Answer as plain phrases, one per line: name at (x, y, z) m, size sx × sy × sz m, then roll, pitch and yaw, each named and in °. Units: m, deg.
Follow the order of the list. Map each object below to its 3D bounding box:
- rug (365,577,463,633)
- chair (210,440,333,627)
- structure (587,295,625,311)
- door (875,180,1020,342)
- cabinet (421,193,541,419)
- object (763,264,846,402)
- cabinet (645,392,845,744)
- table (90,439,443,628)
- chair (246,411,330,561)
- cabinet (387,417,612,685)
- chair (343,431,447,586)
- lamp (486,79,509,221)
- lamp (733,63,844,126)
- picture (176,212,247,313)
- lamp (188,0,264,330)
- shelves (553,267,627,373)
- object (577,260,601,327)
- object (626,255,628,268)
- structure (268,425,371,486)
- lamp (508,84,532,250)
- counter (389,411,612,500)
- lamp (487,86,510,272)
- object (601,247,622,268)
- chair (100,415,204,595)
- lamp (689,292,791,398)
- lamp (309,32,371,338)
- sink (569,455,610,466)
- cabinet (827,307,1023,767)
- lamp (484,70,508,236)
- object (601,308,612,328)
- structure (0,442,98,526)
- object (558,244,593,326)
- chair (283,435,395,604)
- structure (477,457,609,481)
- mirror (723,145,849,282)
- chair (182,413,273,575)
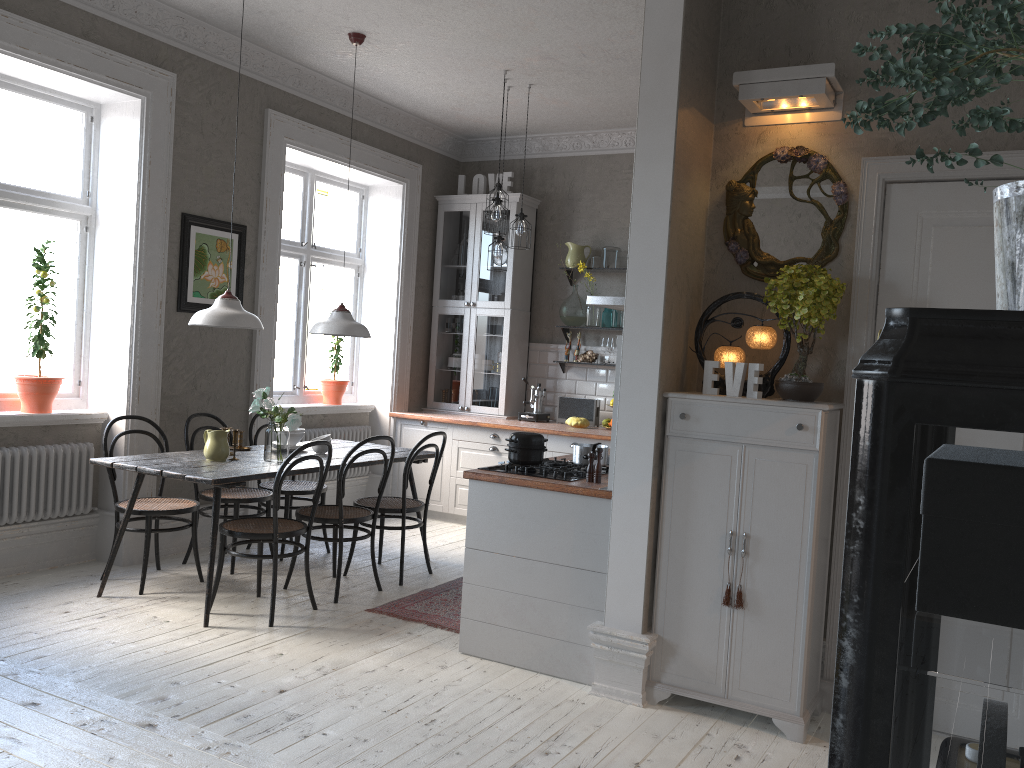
rug at (-0.151, 1.224, 5.087) m, size 0.723 × 0.014 × 1.312 m, roll 5°, pitch 2°, yaw 29°
chair at (-1.232, 0.723, 4.553) m, size 0.540 × 0.920 × 0.445 m, roll 4°, pitch 2°, yaw 26°
structure at (0.957, -1.219, 5.141) m, size 0.700 × 1.595 × 0.725 m, roll 5°, pitch 2°, yaw 29°
door at (1.786, 0.296, 3.480) m, size 0.738 × 2.183 × 0.081 m, roll 5°, pitch 2°, yaw 28°
cabinet at (-0.269, -0.664, 7.780) m, size 0.864 × 1.921 × 0.395 m, roll 5°, pitch 2°, yaw 28°
object at (1.178, -0.207, 3.563) m, size 0.346 × 0.553 × 0.292 m, roll 3°, pitch 2°, yaw -27°
cabinet at (0.954, 0.703, 3.662) m, size 0.654 × 1.297 × 0.391 m, roll 5°, pitch 2°, yaw 29°
table at (-1.350, 0.785, 5.252) m, size 0.889 × 0.735 × 1.954 m, roll 5°, pitch 2°, yaw 29°
chair at (-1.490, 0.660, 5.916) m, size 0.537 × 0.920 × 0.447 m, roll 5°, pitch 2°, yaw 41°
cabinet at (0.370, 0.806, 5.916) m, size 2.009 × 0.854 × 4.150 m, roll 3°, pitch 2°, yaw -14°
chair at (-0.707, 0.726, 5.447) m, size 0.540 × 0.920 × 0.445 m, roll 4°, pitch 2°, yaw 26°
lamp at (-0.055, -2.011, 6.134) m, size 0.145 × 1.735 × 0.148 m, roll 4°, pitch 2°, yaw 16°
lamp at (1.158, -1.210, 3.722) m, size 0.408 × 0.171 × 0.223 m, roll 5°, pitch 2°, yaw 29°
picture at (-1.939, -0.758, 5.750) m, size 0.019 × 0.619 × 0.530 m, roll 5°, pitch 2°, yaw 30°
lamp at (-1.463, -1.224, 4.688) m, size 0.385 × 1.858 × 0.373 m, roll 3°, pitch 2°, yaw -24°
shelves at (0.992, -0.475, 7.259) m, size 1.293 × 0.923 × 0.233 m, roll 5°, pitch 2°, yaw 28°
object at (0.631, -0.743, 7.322) m, size 0.189 × 0.540 × 0.285 m, roll 4°, pitch 2°, yaw 21°
object at (1.020, -1.040, 7.332) m, size 0.141 × 0.220 × 0.139 m, roll 3°, pitch 2°, yaw -12°
structure at (-1.526, 0.560, 7.001) m, size 0.146 × 0.428 × 1.244 m, roll 5°, pitch 2°, yaw 28°
lamp at (0.105, -1.823, 6.226) m, size 0.145 × 1.735 × 0.148 m, roll 4°, pitch 2°, yaw 16°
counter at (-0.068, 0.364, 5.983) m, size 3.105 × 0.039 × 3.451 m, roll 5°, pitch 2°, yaw 29°
lamp at (-0.054, -1.677, 6.316) m, size 0.147 × 1.735 × 0.146 m, roll 3°, pitch 2°, yaw -4°
object at (0.817, -1.036, 7.332) m, size 0.175 × 0.184 × 0.169 m, roll 3°, pitch 2°, yaw -22°
chair at (-2.028, 0.657, 5.000) m, size 0.538 × 0.920 × 0.447 m, roll 5°, pitch 2°, yaw 36°
lamp at (0.970, -0.112, 3.766) m, size 0.440 × 0.558 × 0.175 m, roll 5°, pitch 2°, yaw 36°
lamp at (-1.012, -1.222, 5.479) m, size 0.371 × 1.858 × 0.387 m, roll 5°, pitch 2°, yaw 36°
sink at (0.655, 0.324, 4.840) m, size 0.519 × 0.720 × 0.495 m, roll 5°, pitch 2°, yaw 29°
cabinet at (0.501, 0.683, 0.905) m, size 0.342 × 1.471 × 0.629 m, roll 5°, pitch 2°, yaw 29°
lamp at (-0.060, -1.874, 5.953) m, size 0.148 × 1.735 × 0.145 m, roll 3°, pitch 2°, yaw -14°
object at (0.813, -0.548, 7.390) m, size 0.123 × 0.172 × 0.128 m, roll 5°, pitch 2°, yaw 32°
structure at (-2.803, 0.556, 4.758) m, size 0.146 × 0.428 × 1.244 m, roll 5°, pitch 2°, yaw 28°
object at (0.507, -0.823, 7.441) m, size 0.335 × 0.674 × 0.337 m, roll 3°, pitch 2°, yaw -3°
chair at (-0.966, 0.724, 5.028) m, size 0.538 × 0.920 × 0.447 m, roll 5°, pitch 2°, yaw 36°
structure at (0.201, 0.404, 4.337) m, size 0.487 × 0.031 × 0.616 m, roll 5°, pitch 2°, yaw 29°
mirror at (1.167, -0.731, 3.811) m, size 0.523 × 0.593 × 0.072 m, roll 5°, pitch 2°, yaw 28°
chair at (-1.751, 0.658, 5.494) m, size 0.540 × 0.920 × 0.445 m, roll 4°, pitch 2°, yaw 26°
